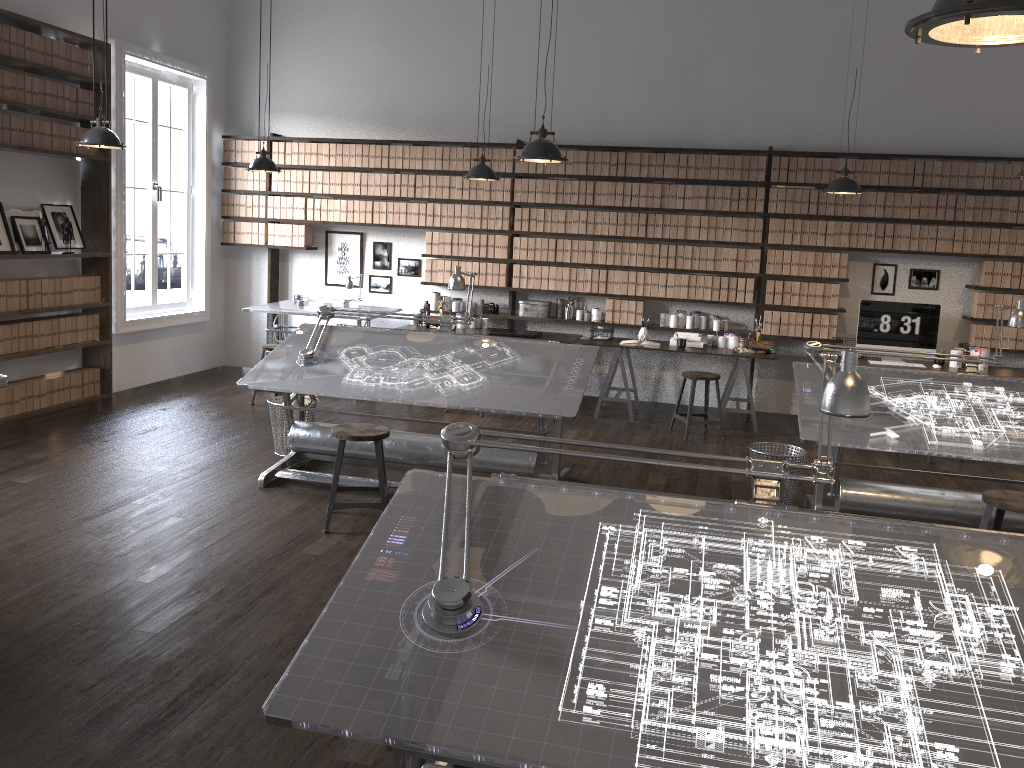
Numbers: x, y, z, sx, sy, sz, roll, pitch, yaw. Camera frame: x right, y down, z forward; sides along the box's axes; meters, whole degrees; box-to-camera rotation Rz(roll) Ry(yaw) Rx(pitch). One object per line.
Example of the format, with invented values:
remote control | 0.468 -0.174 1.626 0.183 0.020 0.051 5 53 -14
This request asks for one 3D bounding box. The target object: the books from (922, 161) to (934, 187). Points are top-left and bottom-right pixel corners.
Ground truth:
books | 3.596 -1.815 7.694 0.067 0.224 0.175 5 8 13

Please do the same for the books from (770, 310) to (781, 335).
books | 2.412 -0.559 8.109 0.067 0.224 0.175 5 8 13

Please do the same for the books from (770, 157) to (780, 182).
books | 2.368 -1.926 7.977 0.067 0.224 0.175 5 8 13

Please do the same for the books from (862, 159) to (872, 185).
books | 3.118 -1.858 7.805 0.067 0.224 0.175 5 8 13

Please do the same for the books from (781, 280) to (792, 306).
books | 2.500 -0.827 8.066 0.067 0.224 0.175 5 8 13

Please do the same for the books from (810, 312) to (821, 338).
books | 2.754 -0.530 8.038 0.067 0.224 0.175 5 8 13

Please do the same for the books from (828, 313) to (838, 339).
books | 2.891 -0.517 8.006 0.067 0.224 0.175 5 8 13

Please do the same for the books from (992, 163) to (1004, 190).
books | 4.133 -1.766 7.569 0.067 0.224 0.175 5 8 13

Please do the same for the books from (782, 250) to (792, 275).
books | 2.487 -1.099 8.033 0.067 0.224 0.175 5 8 13

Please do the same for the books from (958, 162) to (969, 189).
books | 3.867 -1.789 7.625 0.067 0.224 0.175 5 8 13

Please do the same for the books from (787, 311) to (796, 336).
books | 2.545 -0.548 8.083 0.067 0.224 0.175 5 8 13

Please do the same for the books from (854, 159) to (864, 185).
books | 3.050 -1.864 7.818 0.067 0.224 0.175 5 8 13

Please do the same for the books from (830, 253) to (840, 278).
books | 2.887 -1.063 7.942 0.067 0.224 0.175 5 8 13

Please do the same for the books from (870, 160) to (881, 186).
books | 3.185 -1.851 7.785 0.067 0.224 0.175 5 8 13

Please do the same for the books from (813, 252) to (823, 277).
books | 2.751 -1.076 7.978 0.067 0.224 0.175 5 8 13

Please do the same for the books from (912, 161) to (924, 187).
books | 3.522 -1.821 7.705 0.067 0.224 0.175 5 8 13

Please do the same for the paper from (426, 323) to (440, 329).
paper | -0.740 -0.554 8.428 0.155 0.038 0.138 3 10 -2

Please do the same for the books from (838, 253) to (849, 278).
books | 2.957 -1.058 7.931 0.067 0.224 0.175 5 8 13

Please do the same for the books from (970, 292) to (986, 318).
books | 4.051 -0.686 7.704 0.067 0.224 0.175 5 8 13

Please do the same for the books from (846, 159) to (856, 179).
books | 2.980 -1.870 7.830 0.067 0.224 0.175 5 8 13

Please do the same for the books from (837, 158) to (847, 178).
books | 2.910 -1.876 7.848 0.067 0.224 0.175 5 8 13

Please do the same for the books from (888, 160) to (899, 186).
books | 3.325 -1.838 7.749 0.067 0.224 0.175 5 8 13

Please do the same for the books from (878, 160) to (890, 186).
books | 3.254 -1.844 7.766 0.067 0.224 0.175 5 8 13

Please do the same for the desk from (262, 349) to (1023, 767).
desk | 0.615 0.609 2.079 2.070 1.378 1.083 5 8 13

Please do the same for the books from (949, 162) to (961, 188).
books | 3.803 -1.796 7.646 0.067 0.224 0.175 5 8 13

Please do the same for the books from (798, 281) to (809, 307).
books | 2.638 -0.814 8.034 0.067 0.224 0.175 5 8 13

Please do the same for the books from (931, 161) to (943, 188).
books | 3.664 -1.808 7.674 0.067 0.224 0.175 5 8 13

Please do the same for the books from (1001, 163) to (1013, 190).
books | 4.201 -1.760 7.555 0.067 0.224 0.175 5 8 13

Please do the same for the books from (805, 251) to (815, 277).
books | 2.684 -1.081 7.987 0.067 0.224 0.175 5 8 13

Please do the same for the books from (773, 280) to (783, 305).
books | 2.426 -0.833 8.077 0.067 0.224 0.175 5 8 13

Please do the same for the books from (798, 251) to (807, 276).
books | 2.620 -1.088 8.007 0.067 0.224 0.175 5 8 13

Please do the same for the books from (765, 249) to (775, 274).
books | 2.353 -1.113 8.070 0.067 0.224 0.175 5 8 13

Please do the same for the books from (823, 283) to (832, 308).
books | 2.837 -0.796 7.987 0.067 0.224 0.175 5 8 13

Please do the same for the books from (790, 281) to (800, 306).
books | 2.568 -0.820 8.045 0.067 0.224 0.175 5 8 13

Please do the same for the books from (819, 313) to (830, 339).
books | 2.822 -0.523 8.017 0.067 0.224 0.175 5 8 13

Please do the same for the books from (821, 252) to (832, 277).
books | 2.819 -1.070 7.962 0.067 0.224 0.175 5 8 13

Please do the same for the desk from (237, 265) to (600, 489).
desk | -0.632 -0.069 5.617 2.282 1.378 1.083 5 8 13

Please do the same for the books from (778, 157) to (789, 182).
books | 2.439 -1.919 7.955 0.067 0.224 0.175 5 8 13

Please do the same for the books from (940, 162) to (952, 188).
books | 3.734 -1.802 7.662 0.067 0.224 0.175 5 8 13

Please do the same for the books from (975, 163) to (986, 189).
books | 3.994 -1.778 7.599 0.067 0.224 0.175 5 8 13

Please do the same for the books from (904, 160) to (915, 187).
books | 3.451 -1.828 7.727 0.067 0.224 0.175 5 8 13

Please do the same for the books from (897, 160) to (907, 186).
books | 3.387 -1.833 7.740 0.067 0.224 0.175 5 8 13

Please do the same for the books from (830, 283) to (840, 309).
books | 2.898 -0.790 7.971 0.067 0.224 0.175 5 8 13

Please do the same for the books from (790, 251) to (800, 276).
books | 2.558 -1.093 8.019 0.067 0.224 0.175 5 8 13

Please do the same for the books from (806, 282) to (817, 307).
books | 2.707 -0.808 8.018 0.067 0.224 0.175 5 8 13

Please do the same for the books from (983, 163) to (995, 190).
books | 4.064 -1.772 7.581 0.067 0.224 0.175 5 8 13

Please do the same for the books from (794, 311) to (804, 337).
books | 2.609 -0.543 8.071 0.067 0.224 0.175 5 8 13

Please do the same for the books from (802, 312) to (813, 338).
books | 2.680 -0.535 8.049 0.067 0.224 0.175 5 8 13

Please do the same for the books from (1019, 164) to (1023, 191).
books | 4.338 -1.746 7.517 0.067 0.224 0.175 5 8 13

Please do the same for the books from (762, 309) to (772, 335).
books | 2.342 -0.566 8.129 0.067 0.224 0.175 5 8 13

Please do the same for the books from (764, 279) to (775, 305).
books | 2.355 -0.840 8.099 0.067 0.224 0.175 5 8 13

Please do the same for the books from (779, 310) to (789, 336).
books | 2.482 -0.553 8.093 0.067 0.224 0.175 5 8 13

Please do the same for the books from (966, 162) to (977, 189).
books | 3.933 -1.784 7.615 0.067 0.224 0.175 5 8 13

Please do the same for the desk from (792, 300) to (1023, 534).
desk | 2.626 0.226 4.868 2.070 1.378 1.083 5 8 13

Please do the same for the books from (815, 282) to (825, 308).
books | 2.771 -0.801 7.997 0.067 0.224 0.175 5 8 13

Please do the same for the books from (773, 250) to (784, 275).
books | 2.420 -1.106 8.053 0.067 0.224 0.175 5 8 13

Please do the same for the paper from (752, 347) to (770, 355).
paper | 2.170 -0.290 7.759 0.155 0.038 0.138 8 11 27
